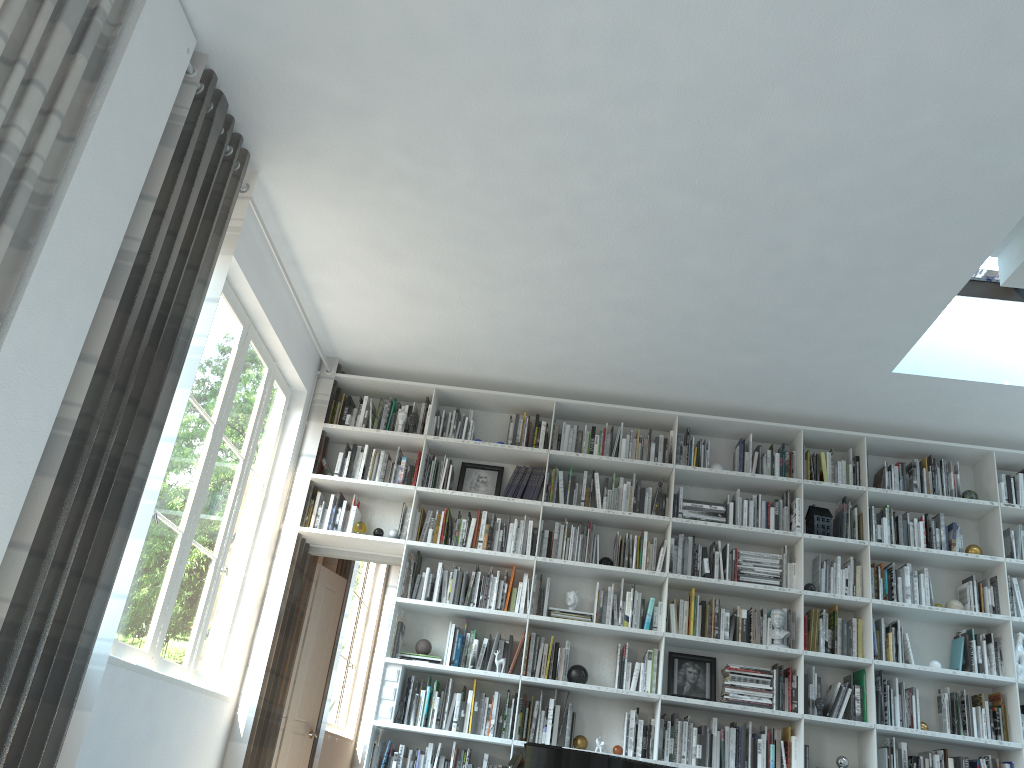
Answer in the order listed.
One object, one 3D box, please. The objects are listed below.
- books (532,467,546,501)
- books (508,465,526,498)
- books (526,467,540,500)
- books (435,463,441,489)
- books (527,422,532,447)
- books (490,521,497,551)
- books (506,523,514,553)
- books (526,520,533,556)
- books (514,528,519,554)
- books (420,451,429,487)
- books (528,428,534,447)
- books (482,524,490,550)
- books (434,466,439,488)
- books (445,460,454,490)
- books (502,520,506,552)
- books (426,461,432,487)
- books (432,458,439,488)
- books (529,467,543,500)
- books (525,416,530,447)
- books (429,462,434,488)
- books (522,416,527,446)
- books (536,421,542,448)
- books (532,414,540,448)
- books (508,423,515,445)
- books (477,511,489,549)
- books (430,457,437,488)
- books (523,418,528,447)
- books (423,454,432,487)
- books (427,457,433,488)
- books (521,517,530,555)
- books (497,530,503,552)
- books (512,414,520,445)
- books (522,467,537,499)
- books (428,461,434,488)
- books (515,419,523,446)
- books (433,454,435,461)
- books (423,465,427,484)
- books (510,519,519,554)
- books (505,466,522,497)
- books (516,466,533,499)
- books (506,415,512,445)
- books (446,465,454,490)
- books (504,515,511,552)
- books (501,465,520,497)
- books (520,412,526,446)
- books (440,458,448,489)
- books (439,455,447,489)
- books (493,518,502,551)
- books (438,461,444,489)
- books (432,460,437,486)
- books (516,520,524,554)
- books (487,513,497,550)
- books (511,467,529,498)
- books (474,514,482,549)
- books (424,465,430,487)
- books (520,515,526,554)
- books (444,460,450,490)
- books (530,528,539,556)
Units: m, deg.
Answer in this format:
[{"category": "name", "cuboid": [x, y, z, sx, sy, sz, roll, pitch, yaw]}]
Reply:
[{"category": "books", "cuboid": [0.181, 0.726, 6.054, 0.078, 0.284, 0.175, 6, -25, 4]}, {"category": "books", "cuboid": [0.027, 0.712, 6.059, 0.110, 0.278, 0.175, 6, -25, 4]}, {"category": "books", "cuboid": [0.136, 0.729, 6.074, 0.078, 0.284, 0.175, 6, -25, 4]}, {"category": "books", "cuboid": [-0.500, 0.674, 6.075, 0.018, 0.217, 0.187, 6, -25, 4]}, {"category": "books", "cuboid": [0.116, 0.408, 6.227, 0.013, 0.253, 0.130, 6, -25, 4]}, {"category": "books", "cuboid": [-0.123, 1.049, 5.905, 0.013, 0.231, 0.172, 6, -25, 4]}, {"category": "books", "cuboid": [-0.013, 1.060, 5.893, 0.030, 0.229, 0.173, 6, -25, 4]}, {"category": "books", "cuboid": [0.115, 1.060, 5.892, 0.035, 0.262, 0.178, 6, -25, 4]}, {"category": "books", "cuboid": [0.030, 1.081, 5.896, 0.013, 0.205, 0.173, 6, -25, 4]}, {"category": "books", "cuboid": [-0.599, 0.630, 6.100, 0.005, 0.291, 0.185, 6, -25, 4]}, {"category": "books", "cuboid": [0.131, 0.429, 6.191, 0.027, 0.189, 0.178, 6, -25, 4]}, {"category": "books", "cuboid": [-0.171, 1.053, 5.886, 0.029, 0.194, 0.193, 6, -25, 4]}, {"category": "books", "cuboid": [-0.514, 0.689, 6.107, 0.012, 0.213, 0.132, 6, -25, 4]}, {"category": "books", "cuboid": [-0.432, 0.668, 6.084, 0.012, 0.253, 0.167, 6, -25, 4]}, {"category": "books", "cuboid": [-0.054, 1.051, 5.922, 0.035, 0.259, 0.131, 6, -25, 4]}, {"category": "books", "cuboid": [-0.568, 0.665, 6.099, 0.005, 0.237, 0.154, 6, -25, 4]}, {"category": "books", "cuboid": [-0.521, 0.657, 6.077, 0.004, 0.245, 0.190, 6, -25, 4]}, {"category": "books", "cuboid": [0.158, 0.730, 6.068, 0.078, 0.284, 0.175, 6, -25, 4]}, {"category": "books", "cuboid": [0.105, 0.386, 6.206, 0.011, 0.273, 0.184, 6, -25, 4]}, {"category": "books", "cuboid": [-0.546, 0.668, 6.071, 0.004, 0.213, 0.187, 6, -25, 4]}, {"category": "books", "cuboid": [0.085, 0.384, 6.219, 0.013, 0.282, 0.167, 6, -25, 4]}, {"category": "books", "cuboid": [0.185, 0.408, 6.213, 0.022, 0.259, 0.153, 6, -25, 4]}, {"category": "books", "cuboid": [0.163, 0.379, 6.201, 0.025, 0.295, 0.164, 6, -25, 4]}, {"category": "books", "cuboid": [-0.006, 0.401, 6.207, 0.028, 0.217, 0.154, 6, -25, 4]}, {"category": "books", "cuboid": [-0.195, 1.011, 5.910, 0.030, 0.284, 0.186, 6, -25, 4]}, {"category": "books", "cuboid": [-0.536, 0.654, 6.093, 0.009, 0.259, 0.184, 6, -25, 4]}, {"category": "books", "cuboid": [0.094, 0.389, 6.204, 0.010, 0.262, 0.157, 6, -25, 4]}, {"category": "books", "cuboid": [-0.585, 0.639, 6.107, 0.006, 0.286, 0.149, 6, -25, 4]}, {"category": "books", "cuboid": [-0.560, 0.647, 6.106, 0.005, 0.276, 0.147, 6, -25, 4]}, {"category": "books", "cuboid": [0.089, 1.046, 5.902, 0.022, 0.288, 0.170, 6, -25, 4]}, {"category": "books", "cuboid": [-0.080, 1.080, 5.904, 0.022, 0.185, 0.137, 6, -25, 4]}, {"category": "books", "cuboid": [0.024, 0.375, 6.214, 0.024, 0.278, 0.188, 6, -25, 4]}, {"category": "books", "cuboid": [0.113, 0.724, 6.071, 0.078, 0.284, 0.175, 6, -25, 4]}, {"category": "books", "cuboid": [-0.551, 0.665, 6.084, 0.009, 0.227, 0.185, 6, -25, 4]}, {"category": "books", "cuboid": [0.048, 0.391, 6.204, 0.028, 0.248, 0.156, 6, -25, 4]}, {"category": "books", "cuboid": [-0.554, 0.644, 6.111, 0.006, 0.287, 0.144, 6, -25, 4]}, {"category": "books", "cuboid": [-0.596, 0.673, 6.118, 0.006, 0.232, 0.136, 6, -25, 4]}, {"category": "books", "cuboid": [0.016, 1.048, 5.897, 0.022, 0.262, 0.175, 6, -25, 4]}, {"category": "books", "cuboid": [0.005, 0.717, 6.076, 0.110, 0.278, 0.175, 6, -25, 4]}, {"category": "books", "cuboid": [0.080, 0.715, 6.054, 0.097, 0.281, 0.175, 6, -25, 4]}, {"category": "books", "cuboid": [-0.022, 0.378, 6.232, 0.013, 0.276, 0.151, 6, -25, 4]}, {"category": "books", "cuboid": [-0.423, 0.684, 6.068, 0.012, 0.213, 0.186, 6, -25, 4]}, {"category": "books", "cuboid": [-0.030, 1.037, 5.908, 0.012, 0.279, 0.189, 6, -25, 4]}, {"category": "books", "cuboid": [-0.018, 0.711, 6.070, 0.110, 0.278, 0.175, 6, -25, 4]}, {"category": "books", "cuboid": [0.074, 0.372, 6.242, 0.014, 0.319, 0.137, 6, -25, 4]}, {"category": "books", "cuboid": [-0.460, 0.660, 6.080, 0.023, 0.257, 0.184, 6, -25, 4]}, {"category": "books", "cuboid": [-0.472, 0.652, 6.094, 0.005, 0.280, 0.191, 6, -25, 4]}, {"category": "books", "cuboid": [-0.100, 1.044, 5.923, 0.029, 0.259, 0.158, 6, -25, 4]}, {"category": "books", "cuboid": [-0.487, 0.669, 6.089, 0.019, 0.242, 0.154, 6, -25, 4]}, {"category": "books", "cuboid": [-0.527, 0.664, 6.098, 0.010, 0.248, 0.167, 6, -25, 4]}, {"category": "books", "cuboid": [0.053, 1.060, 5.915, 0.024, 0.264, 0.155, 6, -25, 4]}, {"category": "books", "cuboid": [-0.138, 1.027, 5.928, 0.025, 0.284, 0.162, 6, -25, 4]}, {"category": "books", "cuboid": [0.050, 0.722, 6.073, 0.110, 0.278, 0.175, 6, -25, 4]}, {"category": "books", "cuboid": [-0.222, 1.017, 5.914, 0.023, 0.270, 0.188, 6, -25, 4]}, {"category": "books", "cuboid": [-0.580, 0.679, 6.093, 0.015, 0.206, 0.173, 6, -25, 4]}, {"category": "books", "cuboid": [0.072, 1.038, 5.892, 0.012, 0.289, 0.183, 6, -25, 4]}, {"category": "books", "cuboid": [-0.444, 0.670, 6.085, 0.011, 0.248, 0.169, 6, -25, 4]}, {"category": "books", "cuboid": [0.147, 1.081, 5.854, 0.039, 0.201, 0.237, 6, -25, 4]}]
